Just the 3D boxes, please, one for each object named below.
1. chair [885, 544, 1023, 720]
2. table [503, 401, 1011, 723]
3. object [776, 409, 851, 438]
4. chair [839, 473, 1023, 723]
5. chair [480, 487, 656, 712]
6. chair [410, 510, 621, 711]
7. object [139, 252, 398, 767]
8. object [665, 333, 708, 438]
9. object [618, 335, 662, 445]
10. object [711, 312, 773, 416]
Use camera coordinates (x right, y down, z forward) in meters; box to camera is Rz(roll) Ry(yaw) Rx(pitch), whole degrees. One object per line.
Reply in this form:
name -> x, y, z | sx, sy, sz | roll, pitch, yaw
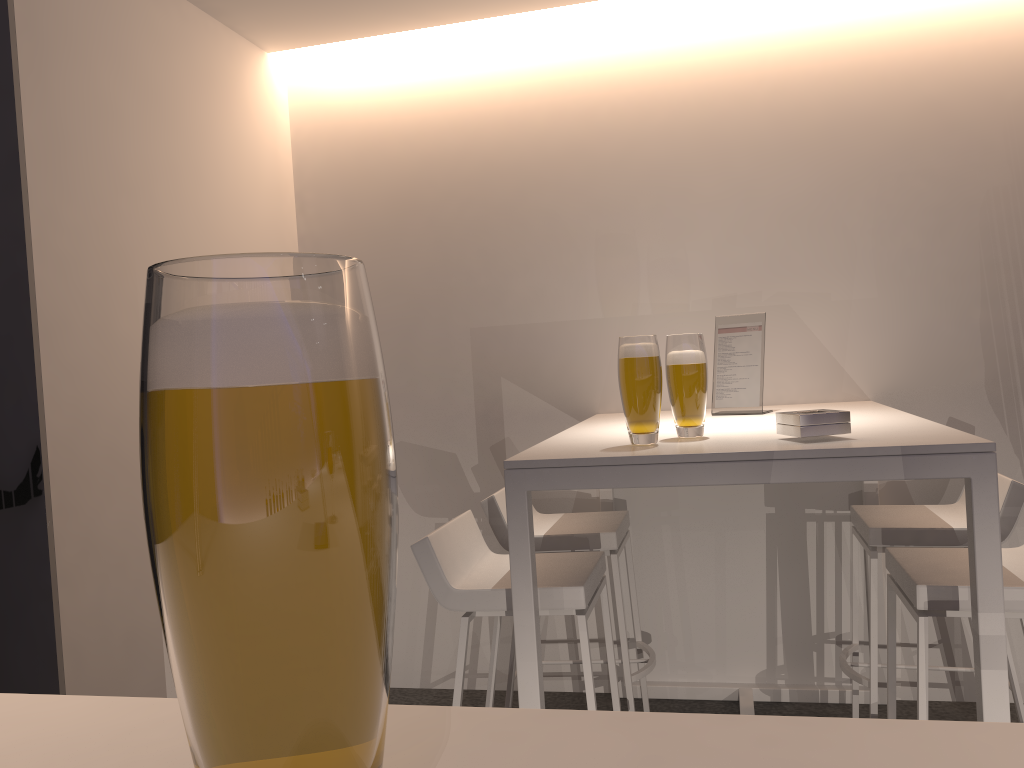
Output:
chair -> 1.151, 0.744, 2.155 | 0.526, 0.878, 0.408 | -3, 1, 13
table -> 0.673, 0.659, 2.596 | 0.999, 1.089, 1.499 | -3, 1, 13
object -> 0.684, 0.088, 2.020 | 0.120, 0.050, 0.120 | -4, 1, -9
chair -> 1.306, 0.720, 2.807 | 0.526, 0.878, 0.408 | -3, 1, 13
chair -> 0.221, 0.783, 3.066 | 0.526, 0.878, 0.408 | -3, 1, 13
chair -> 0.066, 0.807, 2.414 | 0.526, 0.878, 0.408 | -3, 1, 13
object -> -0.100, 0.079, 0.384 | 0.105, 0.259, 0.105 | -3, 1, 8
object -> 0.443, 0.003, 2.237 | 0.105, 0.259, 0.105 | -4, 1, -3
object -> 0.310, 0.014, 2.131 | 0.105, 0.259, 0.105 | -4, 1, -26
object -> 0.756, -0.067, 2.949 | 0.171, 0.332, 0.115 | -3, 1, 33
